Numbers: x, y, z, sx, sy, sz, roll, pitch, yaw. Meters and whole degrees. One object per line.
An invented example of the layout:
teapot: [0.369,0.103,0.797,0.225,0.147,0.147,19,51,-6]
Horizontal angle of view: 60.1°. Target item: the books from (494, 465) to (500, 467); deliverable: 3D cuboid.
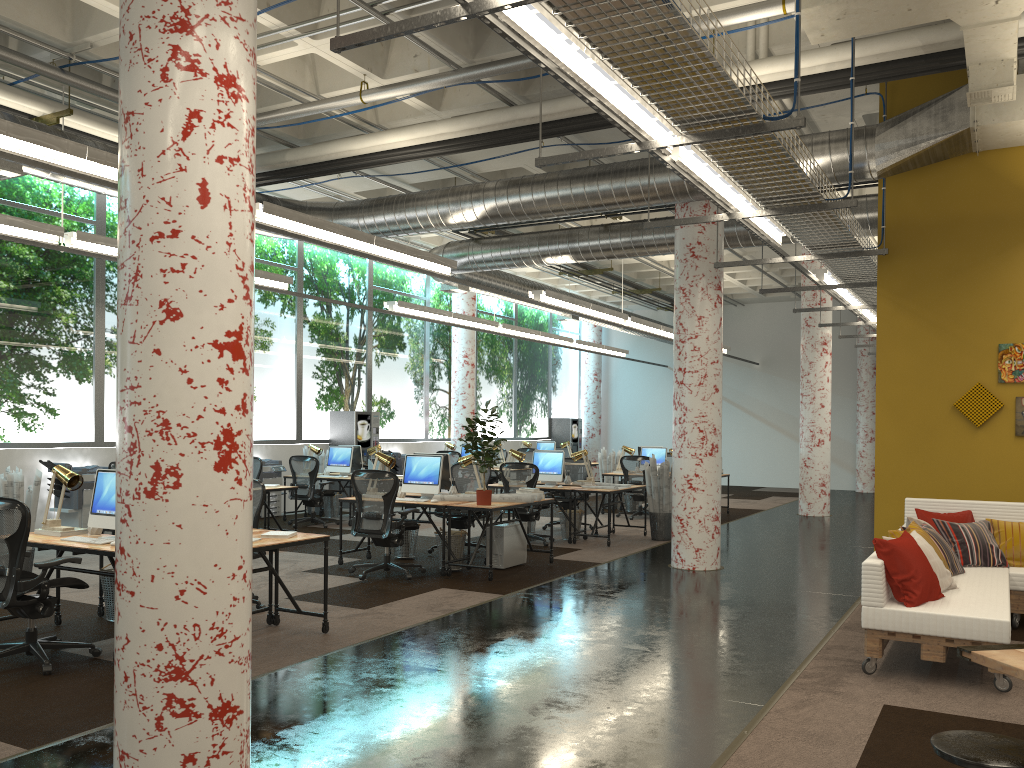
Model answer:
books: [-0.257,1.670,17.993,0.309,0.038,0.226,-1,-3,29]

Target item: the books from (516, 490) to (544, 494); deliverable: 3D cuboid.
books: [0.198,1.202,9.846,0.193,0.044,0.257,3,-4,-43]

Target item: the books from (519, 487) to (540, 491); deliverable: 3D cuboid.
books: [0.190,1.170,9.833,0.185,0.030,0.153,-1,-3,27]

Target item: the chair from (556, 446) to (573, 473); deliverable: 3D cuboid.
chair: [1.151,2.065,21.594,0.770,1.086,0.793,0,-1,13]

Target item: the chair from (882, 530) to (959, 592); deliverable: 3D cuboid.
chair: [2.804,1.236,6.079,0.525,0.401,0.331,2,-2,-42]

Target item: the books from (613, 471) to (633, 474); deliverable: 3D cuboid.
books: [2.012,1.594,15.992,0.309,0.038,0.226,-1,-3,29]

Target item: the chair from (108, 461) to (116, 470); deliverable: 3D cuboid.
chair: [-4.601,1.482,10.863,0.770,1.086,0.793,0,-1,13]

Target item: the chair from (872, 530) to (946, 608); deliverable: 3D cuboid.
chair: [2.546,1.193,5.707,0.534,0.444,0.301,2,-2,-45]

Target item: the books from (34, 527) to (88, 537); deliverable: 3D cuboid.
books: [-3.288,1.075,6.463,0.309,0.038,0.226,-1,-3,29]

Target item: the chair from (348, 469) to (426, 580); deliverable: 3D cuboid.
chair: [-1.304,1.403,9.029,0.770,1.086,0.793,0,-1,13]

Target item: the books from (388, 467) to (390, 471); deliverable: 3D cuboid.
books: [-1.995,1.304,13.672,0.233,0.310,0.068,0,0,29]

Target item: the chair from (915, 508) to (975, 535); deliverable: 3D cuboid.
chair: [3.739,1.288,7.549,0.534,0.437,0.287,1,-1,2]

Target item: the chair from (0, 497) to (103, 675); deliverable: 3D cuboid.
chair: [-3.122,1.244,5.702,0.770,1.086,0.793,0,-1,13]

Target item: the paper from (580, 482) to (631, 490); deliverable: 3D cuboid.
paper: [1.288,1.392,12.080,0.568,0.061,0.626,-1,-3,27]

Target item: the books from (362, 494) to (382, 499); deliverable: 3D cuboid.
books: [-1.471,1.234,9.790,0.309,0.038,0.226,-1,-3,29]

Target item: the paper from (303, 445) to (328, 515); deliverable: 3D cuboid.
paper: [-3.406,1.652,15.287,0.440,1.198,0.412,1,0,7]

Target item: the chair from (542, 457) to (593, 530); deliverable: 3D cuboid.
chair: [0.879,1.665,13.478,0.770,1.086,0.793,0,-1,13]

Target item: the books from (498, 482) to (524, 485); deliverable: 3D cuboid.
books: [-0.008,1.406,12.561,0.309,0.038,0.226,-1,-3,29]

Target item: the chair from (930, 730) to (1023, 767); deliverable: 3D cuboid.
chair: [1.570,1.448,2.928,0.346,0.497,0.338,1,-1,-11]

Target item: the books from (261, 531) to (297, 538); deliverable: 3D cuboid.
books: [-1.698,1.099,6.457,0.200,0.024,0.235,0,-3,2]

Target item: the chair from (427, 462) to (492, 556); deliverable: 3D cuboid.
chair: [-0.585,1.493,10.706,0.770,1.086,0.793,0,-1,13]

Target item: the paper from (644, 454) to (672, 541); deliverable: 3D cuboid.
paper: [2.054,1.558,12.271,0.440,1.198,0.412,1,0,7]

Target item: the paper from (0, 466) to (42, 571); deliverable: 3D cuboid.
paper: [-4.545,1.284,8.025,0.440,1.198,0.412,1,0,7]

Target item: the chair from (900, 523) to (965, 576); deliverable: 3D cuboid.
chair: [3.230,1.289,6.784,0.341,0.408,0.523,0,-2,45]

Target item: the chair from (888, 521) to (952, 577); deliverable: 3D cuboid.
chair: [2.963,1.236,6.427,0.316,0.438,0.547,0,-2,41]

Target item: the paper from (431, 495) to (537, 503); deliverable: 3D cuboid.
paper: [-0.302,1.202,9.339,1.134,0.082,0.083,0,-1,4]

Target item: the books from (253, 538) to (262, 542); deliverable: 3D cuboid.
books: [-1.903,1.086,6.176,0.243,0.019,0.205,0,-3,6]

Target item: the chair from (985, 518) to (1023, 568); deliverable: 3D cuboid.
chair: [4.167,1.317,7.231,0.521,0.381,0.367,0,-1,26]

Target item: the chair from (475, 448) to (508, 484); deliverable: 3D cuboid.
chair: [-0.427,1.911,18.755,0.770,1.086,0.793,0,-1,13]

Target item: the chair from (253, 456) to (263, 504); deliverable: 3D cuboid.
chair: [-3.881,1.572,12.540,0.770,1.086,0.793,0,-1,13]

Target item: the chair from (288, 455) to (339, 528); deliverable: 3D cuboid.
chair: [-3.083,1.631,13.594,0.770,1.086,0.793,0,-1,13]

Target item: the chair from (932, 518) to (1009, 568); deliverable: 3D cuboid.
chair: [3.762,1.313,7.254,0.516,0.392,0.358,1,-1,-2]

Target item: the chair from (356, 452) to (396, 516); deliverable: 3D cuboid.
chair: [-2.364,1.721,15.271,0.770,1.086,0.793,0,-1,13]

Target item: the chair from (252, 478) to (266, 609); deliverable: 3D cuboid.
chair: [-2.402,1.333,7.379,0.770,1.086,0.793,0,-1,13]

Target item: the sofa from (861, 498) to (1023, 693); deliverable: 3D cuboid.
sofa: [3.738,1.403,6.257,2.018,0.931,2.858,-1,-3,29]

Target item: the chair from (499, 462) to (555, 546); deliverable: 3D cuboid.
chair: [0.159,1.575,11.801,0.770,1.086,0.793,0,-1,13]

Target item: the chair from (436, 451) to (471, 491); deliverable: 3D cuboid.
chair: [-1.147,1.821,17.078,0.770,1.086,0.793,0,-1,13]

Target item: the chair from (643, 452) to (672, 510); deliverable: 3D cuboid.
chair: [2.898,1.853,16.908,0.770,1.086,0.793,0,-1,13]

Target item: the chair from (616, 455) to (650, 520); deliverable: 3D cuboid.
chair: [2.178,1.764,15.231,0.770,1.086,0.793,0,-1,13]

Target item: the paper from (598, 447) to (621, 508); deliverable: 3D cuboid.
paper: [1.856,1.784,16.925,0.440,1.198,0.412,1,0,7]

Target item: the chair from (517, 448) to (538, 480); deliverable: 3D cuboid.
chair: [0.431,1.976,19.917,0.770,1.086,0.793,0,-1,13]

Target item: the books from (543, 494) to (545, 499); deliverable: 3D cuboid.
books: [0.200,1.248,9.819,0.271,0.050,0.200,-1,-3,26]

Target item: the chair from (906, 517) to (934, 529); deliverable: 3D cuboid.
chair: [3.370,1.280,7.178,0.334,0.437,0.546,0,-2,34]

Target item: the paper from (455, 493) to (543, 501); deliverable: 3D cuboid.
paper: [-0.220,1.210,9.485,1.134,0.082,0.083,1,-1,-6]

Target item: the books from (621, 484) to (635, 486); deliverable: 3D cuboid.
books: [1.593,1.437,12.619,0.243,0.019,0.205,2,-3,-24]

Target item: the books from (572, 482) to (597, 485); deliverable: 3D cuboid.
books: [1.049,1.424,12.715,0.309,0.038,0.226,-1,-3,29]
